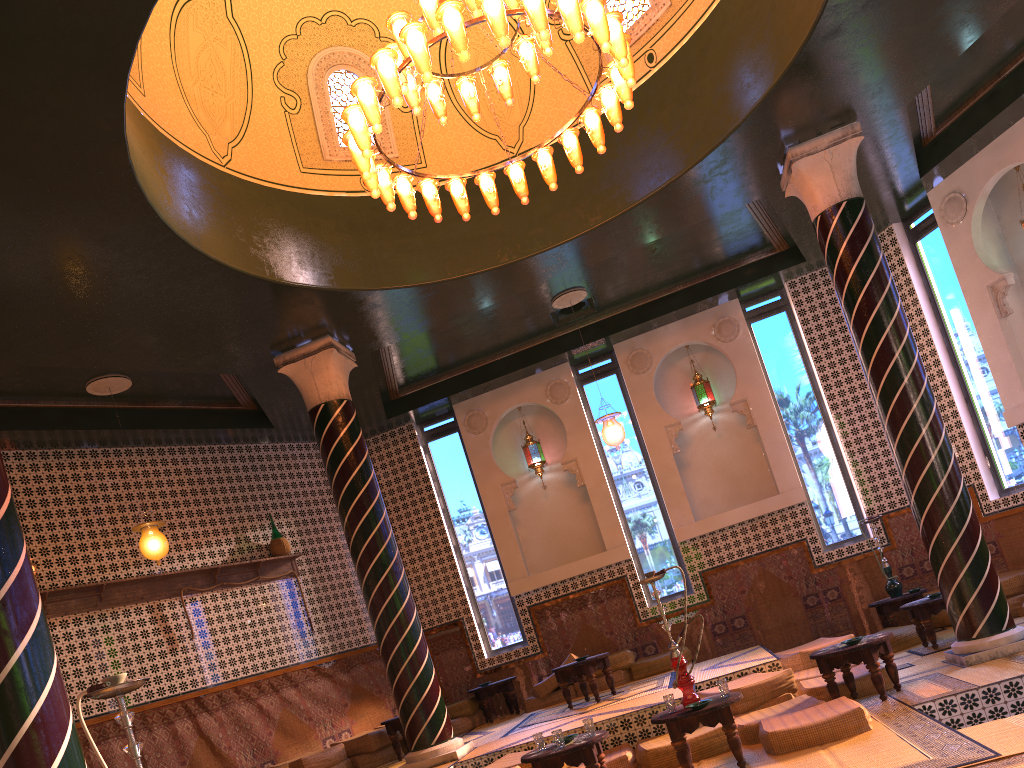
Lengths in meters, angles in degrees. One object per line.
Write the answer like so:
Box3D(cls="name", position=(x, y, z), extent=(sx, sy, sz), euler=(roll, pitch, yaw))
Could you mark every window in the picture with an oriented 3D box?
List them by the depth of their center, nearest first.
Box3D(cls="window", position=(-0.685, -4.198, 7.405), extent=(5.409, 1.140, 6.061), euler=(-2, -22, -43))
Box3D(cls="window", position=(6.522, -0.389, 12.133), extent=(0.089, 3.932, 0.804), euler=(-16, -5, -22))
Box3D(cls="window", position=(4.697, 0.699, 13.821), extent=(0.785, 3.932, 0.091), euler=(-19, -4, 11))
Box3D(cls="window", position=(2.031, 1.700, 14.364), extent=(0.785, 3.932, 0.091), euler=(-19, -4, 11))
Box3D(cls="window", position=(-0.636, 2.702, 14.907), extent=(0.785, 3.932, 0.091), euler=(-19, -4, 11))

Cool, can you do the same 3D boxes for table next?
Box3D(cls="table", position=(1.712, 3.126, 7.621), extent=(0.821, 0.577, 0.886), euler=(-11, -14, -26))
Box3D(cls="table", position=(0.559, 3.542, 7.799), extent=(0.839, 0.577, 0.869), euler=(-17, -12, 0))
Box3D(cls="table", position=(3.507, 2.902, 8.699), extent=(0.824, 0.577, 0.883), euler=(-5, -17, -44))
Box3D(cls="table", position=(5.381, 2.960, 10.807), extent=(0.821, 0.577, 0.886), euler=(-11, -14, -26))
Box3D(cls="table", position=(1.031, 4.110, 11.919), extent=(0.863, 0.577, 0.845), euler=(-22, -13, 20))
Box3D(cls="table", position=(-1.398, 5.009, 12.362), extent=(0.856, 0.577, 0.852), euler=(-21, -13, 14))
Box3D(cls="table", position=(5.763, 3.418, 12.711), extent=(0.860, 0.577, 0.847), euler=(-22, -13, 18))
Box3D(cls="table", position=(-0.241, 5.156, 14.028), extent=(0.870, 0.577, 0.838), euler=(-24, -14, 26))

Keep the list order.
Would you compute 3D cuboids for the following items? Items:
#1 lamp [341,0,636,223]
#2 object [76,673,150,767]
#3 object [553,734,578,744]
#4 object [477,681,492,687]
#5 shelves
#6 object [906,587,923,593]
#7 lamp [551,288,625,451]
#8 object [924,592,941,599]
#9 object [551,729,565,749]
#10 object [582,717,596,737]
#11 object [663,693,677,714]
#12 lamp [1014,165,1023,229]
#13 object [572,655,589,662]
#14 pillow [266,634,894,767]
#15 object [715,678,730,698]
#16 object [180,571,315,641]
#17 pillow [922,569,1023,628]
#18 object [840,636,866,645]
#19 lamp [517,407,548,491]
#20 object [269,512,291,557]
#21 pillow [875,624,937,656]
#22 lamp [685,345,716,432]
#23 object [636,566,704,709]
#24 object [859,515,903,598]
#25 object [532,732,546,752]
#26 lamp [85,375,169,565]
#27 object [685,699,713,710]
Box3D(cls="lamp", position=(-0.781, -4.141, 7.291), extent=(2.528, 4.526, 2.477), euler=(-20, -7, 17))
Box3D(cls="object", position=(-1.801, 2.023, 4.134), extent=(0.474, 1.233, 0.297), euler=(-19, -5, 17))
Box3D(cls="object", position=(0.495, 3.260, 7.901), extent=(0.245, 0.044, 0.265), euler=(-6, -19, -34))
Box3D(cls="object", position=(-0.441, 4.851, 13.929), extent=(0.259, 0.044, 0.252), euler=(-24, -17, 23))
Box3D(cls="shelves", position=(-4.694, 2.710, 11.665), extent=(0.267, 0.335, 4.429), euler=(-24, -17, 37))
Box3D(cls="object", position=(5.846, 3.002, 12.531), extent=(0.259, 0.044, 0.252), euler=(-24, -17, 23))
Box3D(cls="lamp", position=(1.151, -0.150, 12.176), extent=(0.519, 2.279, 0.530), euler=(-17, -5, -2))
Box3D(cls="object", position=(5.277, 2.642, 10.772), extent=(0.259, 0.044, 0.252), euler=(-24, -17, 23))
Box3D(cls="object", position=(0.416, 3.142, 7.635), extent=(0.091, 0.160, 0.096), euler=(-16, -7, -14))
Box3D(cls="object", position=(0.702, 3.096, 7.780), extent=(0.091, 0.160, 0.096), euler=(-16, -7, -14))
Box3D(cls="object", position=(1.409, 2.840, 7.666), extent=(0.093, 0.160, 0.093), euler=(-19, -7, 11))
Box3D(cls="lamp", position=(6.614, -2.065, 10.891), extent=(0.354, 1.538, 0.336), euler=(-16, -5, -17))
Box3D(cls="object", position=(0.958, 3.802, 11.933), extent=(0.259, 0.044, 0.252), euler=(-24, -17, 23))
Box3D(cls="pillow", position=(-0.828, 4.281, 9.731), extent=(10.175, 1.241, 10.169), euler=(-20, -16, 9))
Box3D(cls="object", position=(1.856, 2.672, 7.575), extent=(0.091, 0.160, 0.096), euler=(-16, -7, -14))
Box3D(cls="object", position=(-3.811, 3.330, 12.562), extent=(0.063, 1.025, 1.957), euler=(-21, -13, 38))
Box3D(cls="pillow", position=(7.037, 2.024, 10.311), extent=(1.378, 1.166, 6.077), euler=(-13, -16, -22))
Box3D(cls="object", position=(3.412, 2.575, 8.628), extent=(0.249, 0.044, 0.262), euler=(-16, -16, -6))
Box3D(cls="lamp", position=(0.337, 1.083, 14.754), extent=(0.339, 1.538, 0.351), euler=(-22, -6, 42))
Box3D(cls="object", position=(-3.591, 2.297, 13.148), extent=(0.292, 0.709, 0.316), euler=(-13, -8, -39))
Box3D(cls="pillow", position=(5.228, 3.574, 11.970), extent=(0.957, 0.272, 1.001), euler=(-12, -16, -20))
Box3D(cls="lamp", position=(3.106, 0.049, 14.211), extent=(0.376, 1.538, 0.316), euler=(-22, -6, 42))
Box3D(cls="object", position=(1.485, 2.242, 7.663), extent=(0.478, 1.231, 0.297), euler=(-20, -5, 26))
Box3D(cls="object", position=(5.448, 2.561, 12.752), extent=(0.451, 1.233, 0.314), euler=(-12, -7, -45))
Box3D(cls="object", position=(0.255, 3.264, 7.871), extent=(0.090, 0.160, 0.097), euler=(-13, -9, -33))
Box3D(cls="lamp", position=(-4.535, 1.076, 10.361), extent=(0.519, 2.279, 0.530), euler=(-17, -5, -2))
Box3D(cls="object", position=(1.612, 2.760, 7.412), extent=(0.245, 0.044, 0.265), euler=(-6, -19, -34))
